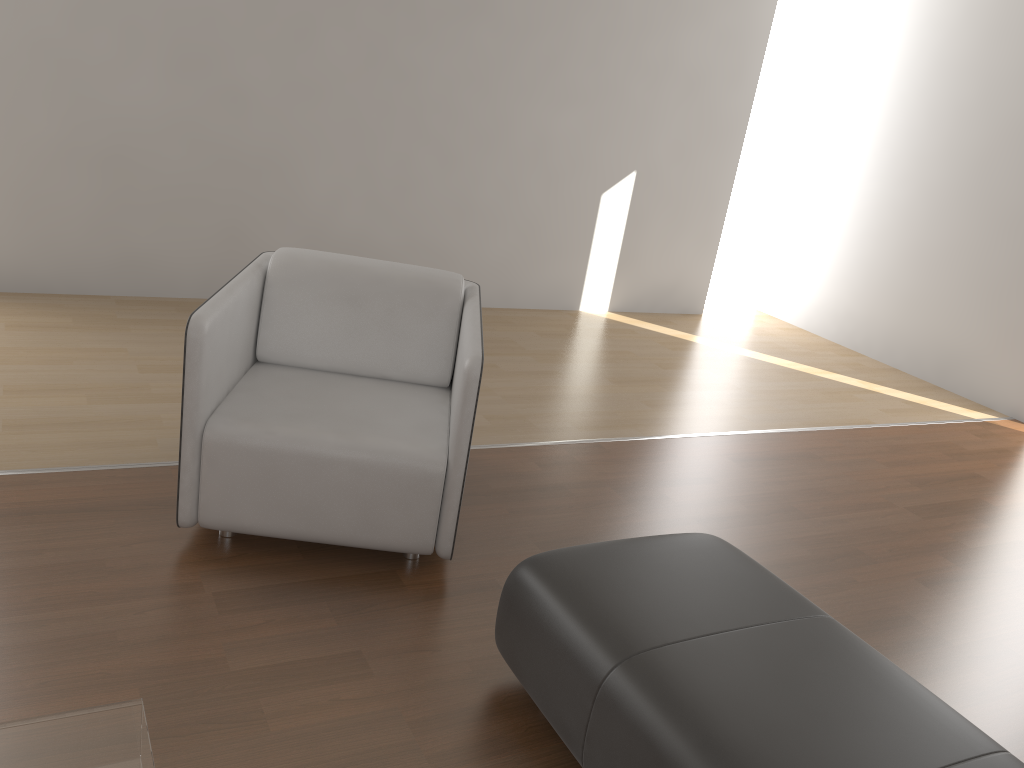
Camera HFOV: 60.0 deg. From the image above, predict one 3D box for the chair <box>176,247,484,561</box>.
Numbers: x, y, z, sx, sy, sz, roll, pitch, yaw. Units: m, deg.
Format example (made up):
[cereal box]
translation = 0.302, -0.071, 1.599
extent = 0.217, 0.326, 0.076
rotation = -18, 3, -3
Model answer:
[chair]
translation = -0.508, 0.002, 2.760
extent = 0.767, 0.661, 0.919
rotation = 8, 19, -6

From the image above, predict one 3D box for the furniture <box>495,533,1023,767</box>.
[furniture]
translation = 0.550, 0.728, 1.721
extent = 0.685, 0.301, 1.291
rotation = -1, 21, -29

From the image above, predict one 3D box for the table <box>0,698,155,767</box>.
[table]
translation = -0.817, 0.820, 0.914
extent = 0.900, 0.300, 0.900
rotation = -1, 21, -29
